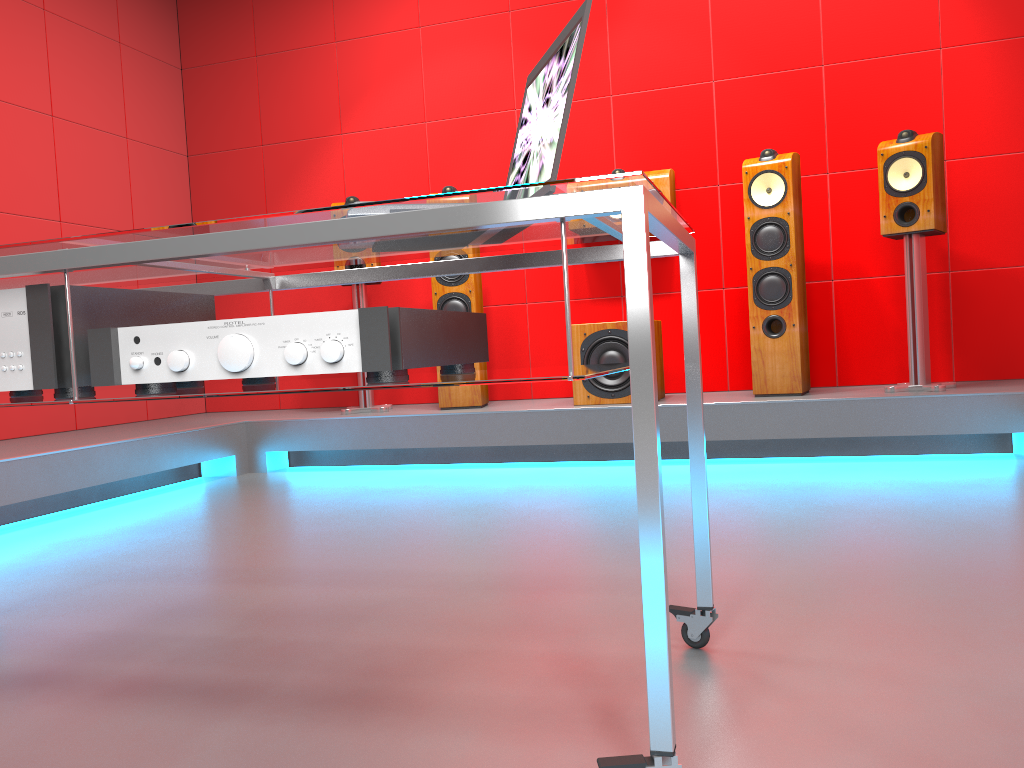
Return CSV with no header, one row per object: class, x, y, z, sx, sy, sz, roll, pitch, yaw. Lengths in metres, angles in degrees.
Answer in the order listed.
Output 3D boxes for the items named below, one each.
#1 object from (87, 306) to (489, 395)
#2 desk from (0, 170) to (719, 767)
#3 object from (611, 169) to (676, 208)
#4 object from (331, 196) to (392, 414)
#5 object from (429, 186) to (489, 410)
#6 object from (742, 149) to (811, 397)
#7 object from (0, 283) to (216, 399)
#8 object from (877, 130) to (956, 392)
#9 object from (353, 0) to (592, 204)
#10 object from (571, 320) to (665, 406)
object,-0.299,-0.046,1.286,0.435,0.092,0.365,-3,2,17
desk,-0.527,0.144,1.432,1.617,0.690,0.594,-3,2,17
object,0.535,-0.901,4.317,0.493,0.271,0.235,-3,2,17
object,-0.752,-0.390,4.406,0.231,1.058,0.265,-3,2,-3
object,-0.259,-0.411,4.253,0.203,1.052,0.238,-3,2,7
object,1.145,-0.478,3.839,0.203,1.052,0.238,-2,2,27
object,-0.771,-0.056,1.428,0.431,0.158,0.371,-3,2,17
object,1.662,-0.504,3.654,0.231,1.058,0.265,-2,3,37
object,-0.087,-0.366,1.311,0.340,0.285,0.342,-4,2,-13
object,0.484,-0.100,4.037,0.360,0.360,0.360,-3,2,17
